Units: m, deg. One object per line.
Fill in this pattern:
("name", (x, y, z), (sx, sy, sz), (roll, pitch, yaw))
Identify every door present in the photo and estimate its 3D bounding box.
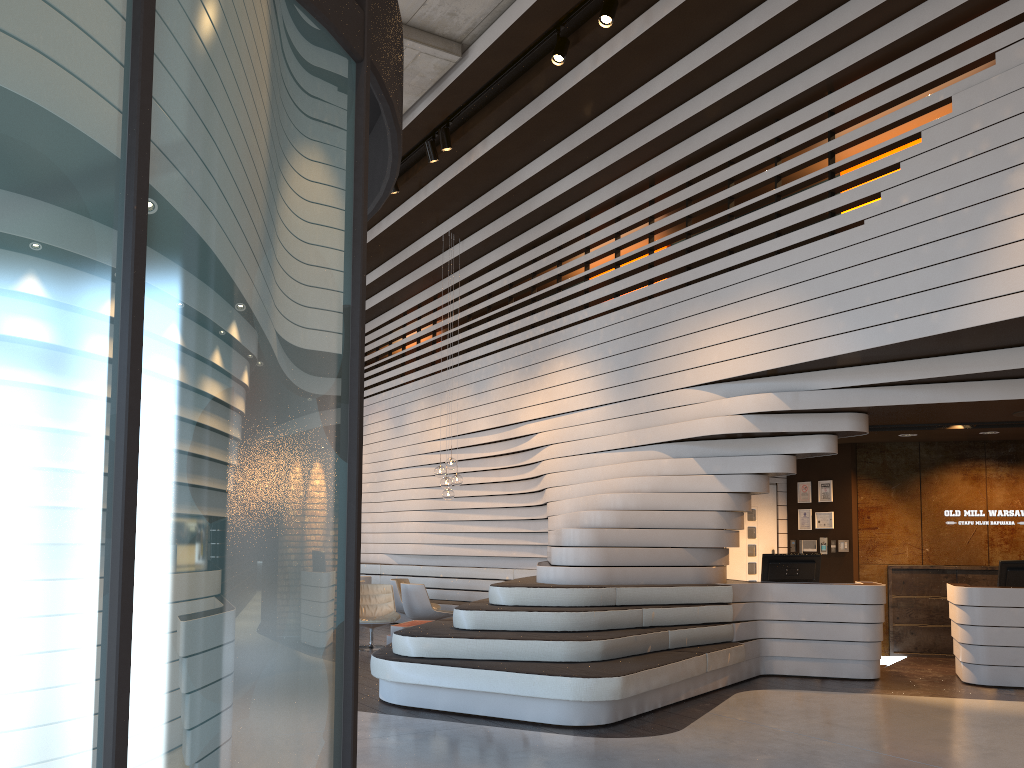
("door", (3.004, 2.269, 11.085), (0.968, 2.086, 0.165), (4, -5, -31))
("door", (-1.922, 0.348, 2.355), (3.196, 2.825, 3.297), (4, -8, -24))

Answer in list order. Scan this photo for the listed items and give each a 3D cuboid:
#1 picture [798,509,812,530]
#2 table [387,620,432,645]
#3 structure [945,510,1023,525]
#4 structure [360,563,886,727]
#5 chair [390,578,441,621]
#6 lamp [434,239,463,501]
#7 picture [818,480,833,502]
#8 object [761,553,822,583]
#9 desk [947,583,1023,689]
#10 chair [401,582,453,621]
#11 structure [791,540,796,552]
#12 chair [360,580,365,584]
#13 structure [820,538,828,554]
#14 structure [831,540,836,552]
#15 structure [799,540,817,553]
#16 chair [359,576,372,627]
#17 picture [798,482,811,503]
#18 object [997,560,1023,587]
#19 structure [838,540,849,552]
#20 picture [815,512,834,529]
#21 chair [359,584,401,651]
("picture", (3.707, 1.716, 11.164), (0.014, 0.260, 0.204), (3, -7, -31))
("table", (-1.117, 2.921, 10.090), (0.416, 0.366, 0.910), (-4, -10, 31))
("structure", (5.515, 1.551, 10.249), (0.886, 0.165, 0.007), (-2, -5, 16))
("structure", (-2.977, 3.457, 14.716), (5.767, 0.918, 18.452), (7, -12, -34))
("chair", (-1.380, 3.159, 12.533), (0.712, 0.759, 0.662), (-1, -7, 13))
("lamp", (-0.889, -0.718, 12.282), (0.335, 4.672, 0.534), (-1, -4, 20))
("picture", (3.879, 1.327, 10.916), (0.014, 0.260, 0.204), (3, -7, -31))
("object", (2.916, 2.046, 9.237), (0.597, 0.549, 0.372), (-1, -6, 9))
("desk", (4.971, 2.392, 8.385), (1.461, 0.913, 0.857), (-2, -7, 16))
("chair", (-1.106, 2.984, 11.542), (0.709, 0.759, 0.665), (5, -8, -32))
("structure", (3.611, 2.078, 11.309), (0.009, 0.153, 0.087), (3, -6, -31))
("chair", (-2.365, 3.055, 11.998), (0.711, 0.759, 0.663), (-1, -7, 9))
("structure", (3.857, 2.004, 10.910), (0.012, 0.199, 0.106), (3, -6, -31))
("structure", (3.933, 1.985, 10.780), (0.019, 0.145, 0.063), (3, -6, -31))
("structure", (3.729, 2.094, 11.108), (0.026, 0.252, 0.261), (3, -8, -33))
("chair", (-2.509, 3.355, 13.677), (0.655, 0.759, 0.720), (3, -8, -24))
("picture", (3.710, 1.375, 11.188), (0.014, 0.260, 0.204), (3, -7, -31))
("object", (5.064, 1.984, 8.590), (0.598, 0.549, 0.371), (-2, -7, 19))
("structure", (4.010, 1.957, 10.654), (0.021, 0.141, 0.144), (3, -7, -31))
("picture", (3.864, 1.686, 10.909), (0.014, 0.200, 0.266), (3, -8, -31))
("chair", (-1.704, 2.836, 10.743), (0.655, 0.759, 0.720), (2, -7, -15))
